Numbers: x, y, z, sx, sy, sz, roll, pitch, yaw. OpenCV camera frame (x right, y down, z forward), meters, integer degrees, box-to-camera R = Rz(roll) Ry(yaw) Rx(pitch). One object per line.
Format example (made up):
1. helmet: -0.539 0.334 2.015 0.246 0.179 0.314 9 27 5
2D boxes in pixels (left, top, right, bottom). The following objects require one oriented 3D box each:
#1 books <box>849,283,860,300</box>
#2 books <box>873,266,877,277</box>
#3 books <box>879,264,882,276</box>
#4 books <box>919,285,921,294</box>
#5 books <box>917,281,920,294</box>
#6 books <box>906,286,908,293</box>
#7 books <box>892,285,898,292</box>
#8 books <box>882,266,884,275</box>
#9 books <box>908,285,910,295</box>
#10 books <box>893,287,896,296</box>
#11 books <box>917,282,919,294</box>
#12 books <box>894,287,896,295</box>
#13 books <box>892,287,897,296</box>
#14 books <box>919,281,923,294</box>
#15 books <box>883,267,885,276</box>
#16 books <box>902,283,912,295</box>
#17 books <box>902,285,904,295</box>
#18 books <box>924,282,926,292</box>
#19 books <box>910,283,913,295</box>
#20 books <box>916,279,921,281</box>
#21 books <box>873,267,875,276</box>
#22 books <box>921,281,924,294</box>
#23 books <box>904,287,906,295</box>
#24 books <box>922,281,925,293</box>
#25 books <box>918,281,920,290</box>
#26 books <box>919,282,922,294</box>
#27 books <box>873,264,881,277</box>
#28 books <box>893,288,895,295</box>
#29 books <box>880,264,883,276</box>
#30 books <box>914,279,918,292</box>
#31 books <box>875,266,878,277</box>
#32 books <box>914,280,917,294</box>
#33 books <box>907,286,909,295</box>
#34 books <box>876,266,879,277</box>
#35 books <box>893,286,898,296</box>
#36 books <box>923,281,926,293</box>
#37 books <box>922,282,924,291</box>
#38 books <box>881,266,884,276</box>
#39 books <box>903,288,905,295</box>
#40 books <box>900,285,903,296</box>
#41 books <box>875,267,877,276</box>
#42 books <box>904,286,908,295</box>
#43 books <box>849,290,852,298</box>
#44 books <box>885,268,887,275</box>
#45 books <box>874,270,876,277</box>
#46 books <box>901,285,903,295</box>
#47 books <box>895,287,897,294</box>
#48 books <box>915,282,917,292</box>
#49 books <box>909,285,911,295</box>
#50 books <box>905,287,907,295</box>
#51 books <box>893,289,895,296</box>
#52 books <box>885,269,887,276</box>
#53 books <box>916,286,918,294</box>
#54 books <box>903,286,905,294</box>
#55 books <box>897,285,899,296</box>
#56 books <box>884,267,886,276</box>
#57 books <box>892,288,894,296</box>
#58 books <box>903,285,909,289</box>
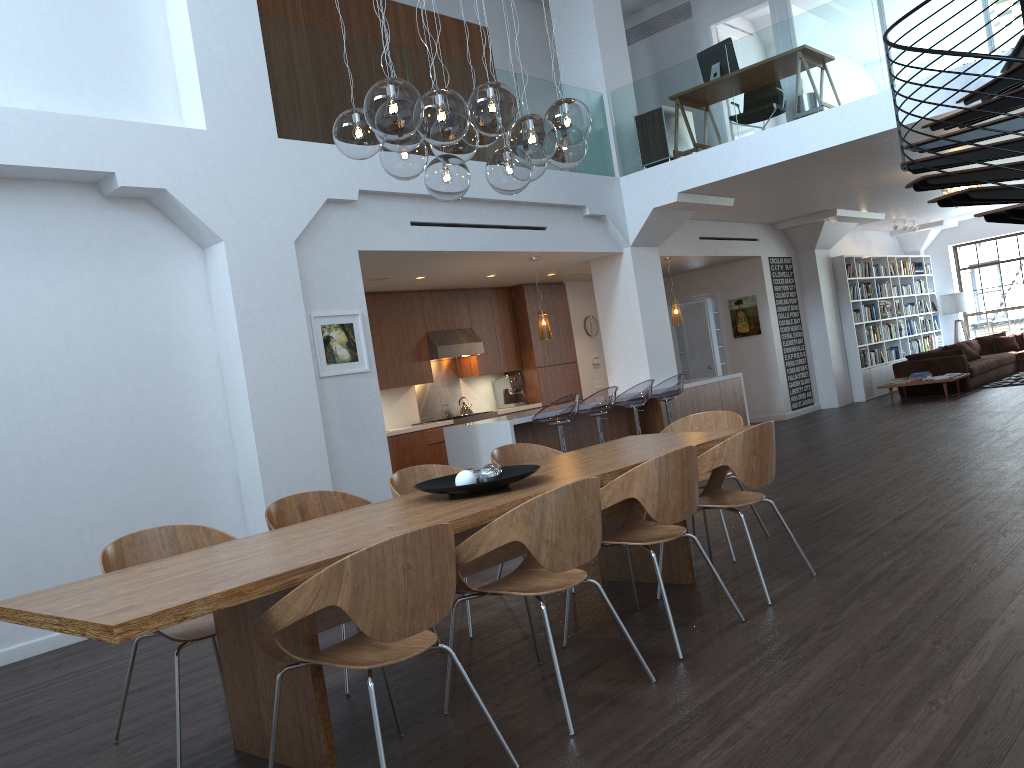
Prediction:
1. books: 5.699 -1.537 14.837 0.176 0.290 0.053 -9 0 42
2. books: 6.326 -1.964 15.605 0.139 0.191 0.036 -9 0 42
3. books: 6.498 -2.010 15.815 0.158 0.226 0.052 -9 0 42
4. books: 7.851 -1.848 17.249 0.161 0.223 0.027 -9 0 42
5. books: 7.791 -1.854 17.184 0.183 0.253 0.034 -9 0 42
6. books: 7.406 -1.757 16.761 0.134 0.184 0.030 -9 0 42
7. books: 7.024 -1.705 16.332 0.146 0.202 0.027 -9 0 42
8. books: 6.590 -2.009 15.908 0.136 0.196 0.045 -9 0 42
9. books: 7.475 -1.774 16.834 0.136 0.196 0.045 -9 0 42
10. books: 6.948 -1.674 16.218 0.107 0.167 0.017 -9 0 42
11. books: 7.767 -1.850 17.161 0.183 0.253 0.034 -9 0 42
12. books: 6.955 -1.677 16.240 0.122 0.169 0.023 -9 0 42
13. books: 6.973 -1.682 16.261 0.126 0.173 0.032 -9 0 42
14. books: 7.900 -1.871 17.302 0.183 0.253 0.034 -9 0 42
15. books: 6.632 -2.006 15.945 0.128 0.178 0.022 -9 0 42
16. books: 7.525 -1.800 16.895 0.140 0.231 0.042 -9 0 42
17. books: 7.240 -1.734 16.564 0.139 0.191 0.036 -9 0 42
18. books: 8.070 -1.883 17.493 0.161 0.223 0.026 -9 0 42
19. books: 7.555 -1.803 16.934 0.158 0.226 0.052 -9 0 42
20. books: 7.913 -1.892 17.334 0.176 0.290 0.036 -9 0 42
21. books: 6.291 -1.949 15.561 0.126 0.173 0.032 -9 0 42
22. books: 7.949 -1.882 17.368 0.180 0.259 0.060 -9 0 42
23. books: 7.321 -1.735 16.635 0.107 0.167 0.017 -9 0 42
24. books: 8.010 -1.889 17.445 0.183 0.253 0.034 -9 0 42
25. books: 7.820 -1.855 17.219 0.171 0.246 0.057 -9 0 42
26. books: 7.867 -1.859 17.280 0.174 0.240 0.045 -9 0 42
27. books: 6.469 -2.007 15.776 0.140 0.231 0.042 -9 0 42
28. books: 6.932 -1.670 16.200 0.106 0.162 0.032 -9 0 42
29. books: 6.533 -2.017 15.849 0.140 0.231 0.042 -9 0 42
30. books: 7.734 -1.863 17.130 0.176 0.290 0.053 -9 0 42
31. books: 6.367 -1.976 15.646 0.146 0.202 0.027 -9 0 42
32. books: 7.656 -1.848 17.053 0.198 0.284 0.066 -9 0 42
33. books: 7.429 -1.758 16.776 0.128 0.178 0.021 -9 0 42
34. books: 6.418 -1.984 15.710 0.146 0.202 0.027 -9 0 42
35. books: 7.008 -1.697 16.304 0.139 0.191 0.036 -9 0 42
36. books: 8.037 -1.886 17.474 0.174 0.240 0.045 -9 0 42
37. books: 7.980 -1.883 17.398 0.160 0.250 0.026 -9 0 42
38. books: 6.566 -2.002 15.876 0.139 0.191 0.036 -9 0 42
39. books: 7.263 -1.731 16.584 0.128 0.178 0.021 -9 0 42
40. books: 7.183 -1.730 16.500 0.127 0.200 0.020 -9 0 42
41. books: 6.342 -1.972 15.632 0.146 0.202 0.027 -9 0 42
42. books: 7.390 -1.752 16.741 0.128 0.178 0.022 -9 0 42
43. books: 5.504 -1.451 14.619 0.161 0.182 0.170 -9 0 42
44. books: 6.712 -2.006 16.022 0.110 0.153 0.019 -9 0 42
45. books: 6.309 -1.955 15.581 0.128 0.178 0.021 -9 0 42
46. books: 7.202 -1.734 16.518 0.146 0.202 0.027 -9 0 42
47. books: 6.991 -1.687 16.281 0.128 0.178 0.021 -9 0 42
48. books: 7.699 -1.837 17.078 0.160 0.250 0.026 -9 0 42
49. books: 7.504 -1.777 16.863 0.139 0.191 0.036 -9 0 42
50. books: 7.350 -1.739 16.677 0.120 0.167 0.020 -9 0 42
51. books: 6.909 -1.668 16.184 0.120 0.167 0.020 -9 0 42
52. books: 6.695 -2.013 16.012 0.109 0.171 0.018 -9 0 42
53. books: 7.720 -1.827 17.095 0.161 0.223 0.026 -9 0 42
54. books: 7.281 -1.731 16.604 0.126 0.173 0.032 -9 0 42
55. books: 7.049 -1.708 16.346 0.146 0.202 0.027 -9 0 42
56. books: 6.657 -2.013 15.986 0.134 0.184 0.030 -9 0 42
57. books: 6.887 -1.658 16.155 0.110 0.153 0.019 -9 0 42
58. books: 7.452 -1.772 16.810 0.127 0.200 0.020 -9 0 42
